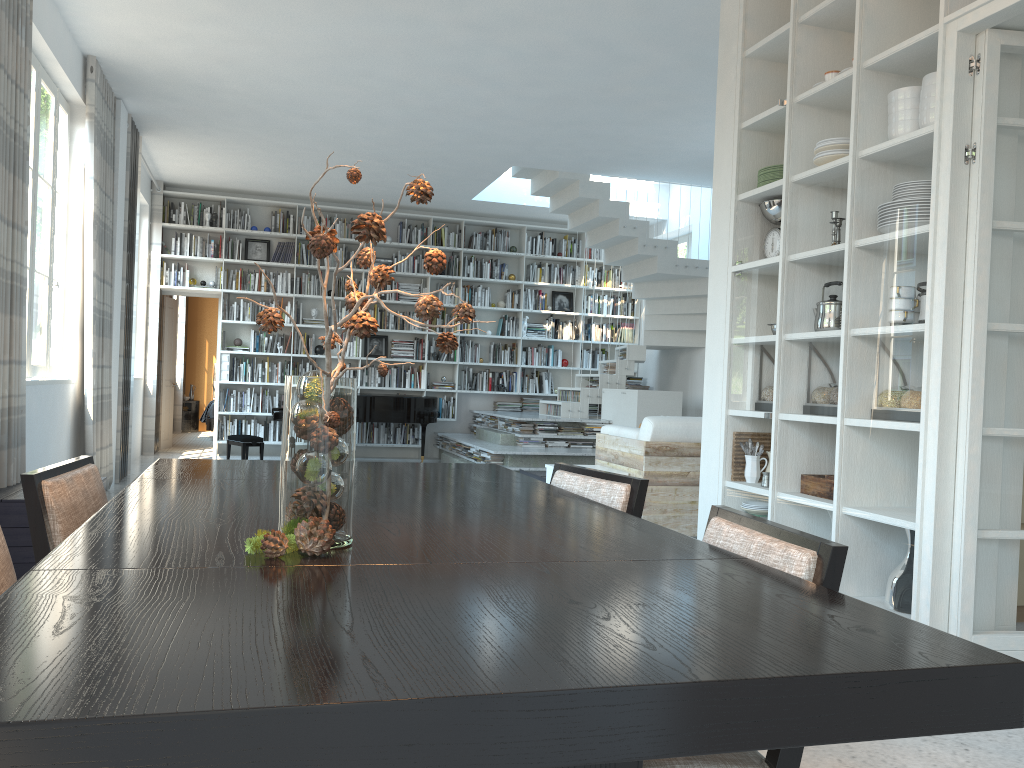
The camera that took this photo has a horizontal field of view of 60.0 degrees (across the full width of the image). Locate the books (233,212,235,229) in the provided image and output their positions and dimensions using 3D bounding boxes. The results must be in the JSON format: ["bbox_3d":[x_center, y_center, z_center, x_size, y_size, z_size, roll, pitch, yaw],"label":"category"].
[{"bbox_3d":[-3.402,-1.982,10.866,0.013,0.225,0.177,2,0,-16],"label":"books"}]

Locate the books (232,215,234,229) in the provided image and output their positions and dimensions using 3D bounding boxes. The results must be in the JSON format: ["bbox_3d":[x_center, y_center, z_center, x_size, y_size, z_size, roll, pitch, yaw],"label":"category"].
[{"bbox_3d":[-3.422,-1.967,10.878,0.017,0.194,0.129,2,0,-16],"label":"books"}]

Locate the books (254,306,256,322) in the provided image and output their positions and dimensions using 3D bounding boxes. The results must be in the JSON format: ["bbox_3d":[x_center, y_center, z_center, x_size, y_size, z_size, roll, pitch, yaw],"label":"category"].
[{"bbox_3d":[-3.183,-0.859,10.975,0.010,0.204,0.139,2,0,-16],"label":"books"}]

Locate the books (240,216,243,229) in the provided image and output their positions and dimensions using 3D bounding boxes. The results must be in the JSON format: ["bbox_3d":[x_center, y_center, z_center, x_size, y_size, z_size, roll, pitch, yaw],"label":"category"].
[{"bbox_3d":[-3.321,-1.957,10.893,0.026,0.182,0.161,2,0,-16],"label":"books"}]

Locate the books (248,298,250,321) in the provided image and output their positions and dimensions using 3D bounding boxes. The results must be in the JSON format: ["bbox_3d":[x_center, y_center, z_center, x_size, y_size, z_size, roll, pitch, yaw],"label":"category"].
[{"bbox_3d":[-3.240,-0.906,10.937,0.011,0.293,0.183,2,1,-16],"label":"books"}]

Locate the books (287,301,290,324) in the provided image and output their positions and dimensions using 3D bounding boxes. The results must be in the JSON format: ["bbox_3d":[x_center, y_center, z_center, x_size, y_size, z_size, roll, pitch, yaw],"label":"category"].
[{"bbox_3d":[-2.794,-0.884,11.081,0.027,0.286,0.148,2,1,-16],"label":"books"}]

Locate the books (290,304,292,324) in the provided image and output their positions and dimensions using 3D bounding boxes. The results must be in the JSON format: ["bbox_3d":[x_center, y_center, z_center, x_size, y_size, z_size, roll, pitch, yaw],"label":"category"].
[{"bbox_3d":[-2.764,-0.868,11.090,0.036,0.257,0.123,2,1,-16],"label":"books"}]

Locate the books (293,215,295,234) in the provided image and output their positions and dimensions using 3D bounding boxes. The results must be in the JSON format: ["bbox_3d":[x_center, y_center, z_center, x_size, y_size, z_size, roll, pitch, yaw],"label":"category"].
[{"bbox_3d":[-2.723,-1.967,11.080,0.039,0.252,0.146,2,1,-16],"label":"books"}]

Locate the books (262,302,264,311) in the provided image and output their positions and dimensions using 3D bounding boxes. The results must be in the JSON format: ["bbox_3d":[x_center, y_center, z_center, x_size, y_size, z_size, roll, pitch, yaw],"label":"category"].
[{"bbox_3d":[-3.085,-0.881,10.995,0.021,0.256,0.156,2,1,-16],"label":"books"}]

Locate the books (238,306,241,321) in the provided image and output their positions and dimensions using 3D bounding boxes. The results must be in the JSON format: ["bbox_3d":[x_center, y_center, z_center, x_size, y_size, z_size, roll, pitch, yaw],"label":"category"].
[{"bbox_3d":[-3.359,-0.858,10.933,0.021,0.187,0.129,2,0,-16],"label":"books"}]

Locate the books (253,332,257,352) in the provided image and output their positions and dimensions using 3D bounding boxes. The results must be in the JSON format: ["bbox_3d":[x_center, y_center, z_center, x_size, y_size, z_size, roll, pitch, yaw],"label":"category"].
[{"bbox_3d":[-3.181,-0.517,10.973,0.031,0.255,0.143,2,1,-16],"label":"books"}]

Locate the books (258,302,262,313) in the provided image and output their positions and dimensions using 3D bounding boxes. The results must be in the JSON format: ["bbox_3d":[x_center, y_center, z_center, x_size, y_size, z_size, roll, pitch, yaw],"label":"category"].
[{"bbox_3d":[-3.132,-0.883,10.989,0.048,0.256,0.141,2,1,-16],"label":"books"}]

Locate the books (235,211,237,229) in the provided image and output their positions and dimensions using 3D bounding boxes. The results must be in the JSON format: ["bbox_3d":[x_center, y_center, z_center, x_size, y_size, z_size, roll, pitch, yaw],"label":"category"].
[{"bbox_3d":[-3.389,-1.991,10.875,0.016,0.243,0.156,2,0,-16],"label":"books"}]

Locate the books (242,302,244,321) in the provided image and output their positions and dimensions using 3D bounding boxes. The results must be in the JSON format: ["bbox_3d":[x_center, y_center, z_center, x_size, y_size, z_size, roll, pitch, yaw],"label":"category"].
[{"bbox_3d":[-3.311,-0.885,10.914,0.011,0.246,0.176,2,0,-16],"label":"books"}]

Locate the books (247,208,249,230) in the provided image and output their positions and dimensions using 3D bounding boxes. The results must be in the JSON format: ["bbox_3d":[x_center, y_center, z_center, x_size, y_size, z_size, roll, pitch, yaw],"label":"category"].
[{"bbox_3d":[-3.253,-2.010,10.934,0.015,0.293,0.130,2,1,-16],"label":"books"}]

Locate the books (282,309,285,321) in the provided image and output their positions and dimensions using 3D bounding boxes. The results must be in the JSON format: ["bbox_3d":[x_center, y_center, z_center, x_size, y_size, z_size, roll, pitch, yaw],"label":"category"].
[{"bbox_3d":[-2.851,-0.835,11.060,0.030,0.183,0.151,2,0,-16],"label":"books"}]

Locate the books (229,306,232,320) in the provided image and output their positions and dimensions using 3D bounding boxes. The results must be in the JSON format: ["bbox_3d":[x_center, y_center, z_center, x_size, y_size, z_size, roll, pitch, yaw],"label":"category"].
[{"bbox_3d":[-3.450,-0.859,10.869,0.037,0.182,0.189,2,0,-16],"label":"books"}]

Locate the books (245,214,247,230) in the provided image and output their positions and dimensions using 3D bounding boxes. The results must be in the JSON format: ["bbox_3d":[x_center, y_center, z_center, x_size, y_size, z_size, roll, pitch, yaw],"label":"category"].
[{"bbox_3d":[-3.270,-1.971,10.897,0.021,0.214,0.173,2,0,-16],"label":"books"}]

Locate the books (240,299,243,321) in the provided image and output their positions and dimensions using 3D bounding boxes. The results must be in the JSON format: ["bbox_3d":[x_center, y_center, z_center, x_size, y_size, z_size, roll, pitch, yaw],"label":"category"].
[{"bbox_3d":[-3.329,-0.904,10.918,0.023,0.281,0.174,2,1,-16],"label":"books"}]

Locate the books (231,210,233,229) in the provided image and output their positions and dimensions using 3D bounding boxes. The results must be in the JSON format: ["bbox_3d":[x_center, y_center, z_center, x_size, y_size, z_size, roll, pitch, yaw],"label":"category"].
[{"bbox_3d":[-3.431,-1.995,10.860,0.012,0.249,0.180,2,0,-16],"label":"books"}]

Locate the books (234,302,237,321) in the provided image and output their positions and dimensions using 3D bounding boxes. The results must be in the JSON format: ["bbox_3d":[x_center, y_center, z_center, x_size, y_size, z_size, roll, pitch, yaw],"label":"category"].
[{"bbox_3d":[-3.396,-0.884,10.887,0.022,0.235,0.177,2,0,-16],"label":"books"}]

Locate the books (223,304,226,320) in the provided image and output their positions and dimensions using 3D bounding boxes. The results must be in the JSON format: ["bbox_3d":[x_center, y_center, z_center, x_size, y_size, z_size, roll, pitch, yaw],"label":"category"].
[{"bbox_3d":[-3.518,-0.876,10.863,0.026,0.209,0.155,2,0,-16],"label":"books"}]

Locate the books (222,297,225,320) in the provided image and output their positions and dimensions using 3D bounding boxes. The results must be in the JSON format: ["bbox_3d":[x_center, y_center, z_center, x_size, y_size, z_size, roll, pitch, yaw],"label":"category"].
[{"bbox_3d":[-3.537,-0.914,10.866,0.012,0.285,0.159,2,1,-16],"label":"books"}]

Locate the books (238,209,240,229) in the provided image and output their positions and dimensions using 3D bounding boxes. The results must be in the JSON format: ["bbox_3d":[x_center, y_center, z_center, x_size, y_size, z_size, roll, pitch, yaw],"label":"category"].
[{"bbox_3d":[-3.348,-2.003,10.881,0.007,0.272,0.154,2,1,-16],"label":"books"}]

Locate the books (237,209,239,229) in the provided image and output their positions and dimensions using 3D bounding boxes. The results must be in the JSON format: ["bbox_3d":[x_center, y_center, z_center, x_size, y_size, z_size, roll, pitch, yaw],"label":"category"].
[{"bbox_3d":[-3.359,-1.998,10.879,0.016,0.261,0.154,2,1,-16],"label":"books"}]

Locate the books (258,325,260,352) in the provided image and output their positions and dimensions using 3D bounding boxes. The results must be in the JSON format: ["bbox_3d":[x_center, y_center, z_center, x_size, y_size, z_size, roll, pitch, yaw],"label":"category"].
[{"bbox_3d":[-3.133,-0.555,10.991,0.011,0.336,0.153,2,1,-16],"label":"books"}]

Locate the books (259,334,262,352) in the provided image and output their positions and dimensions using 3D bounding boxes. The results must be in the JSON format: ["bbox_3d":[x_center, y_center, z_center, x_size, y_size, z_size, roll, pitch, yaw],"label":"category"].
[{"bbox_3d":[-3.117,-0.502,11.003,0.030,0.231,0.148,2,0,-16],"label":"books"}]

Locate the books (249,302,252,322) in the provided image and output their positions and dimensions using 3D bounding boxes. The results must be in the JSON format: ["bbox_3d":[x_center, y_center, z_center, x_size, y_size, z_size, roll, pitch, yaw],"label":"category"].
[{"bbox_3d":[-3.223,-0.882,10.934,0.021,0.247,0.189,2,0,-16],"label":"books"}]

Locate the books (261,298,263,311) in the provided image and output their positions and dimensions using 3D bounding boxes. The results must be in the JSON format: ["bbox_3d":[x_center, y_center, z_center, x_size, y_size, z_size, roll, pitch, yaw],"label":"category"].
[{"bbox_3d":[-3.097,-0.903,10.980,0.013,0.300,0.151,2,1,-16],"label":"books"}]

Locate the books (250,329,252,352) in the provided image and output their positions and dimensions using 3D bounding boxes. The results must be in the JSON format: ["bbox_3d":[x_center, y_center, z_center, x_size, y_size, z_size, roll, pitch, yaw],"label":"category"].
[{"bbox_3d":[-3.222,-0.533,10.954,0.012,0.285,0.159,2,1,-16],"label":"books"}]

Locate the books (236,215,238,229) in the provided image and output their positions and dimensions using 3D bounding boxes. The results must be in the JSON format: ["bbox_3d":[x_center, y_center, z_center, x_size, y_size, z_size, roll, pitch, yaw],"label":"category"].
[{"bbox_3d":[-3.379,-1.965,10.888,0.014,0.192,0.146,2,0,-16],"label":"books"}]

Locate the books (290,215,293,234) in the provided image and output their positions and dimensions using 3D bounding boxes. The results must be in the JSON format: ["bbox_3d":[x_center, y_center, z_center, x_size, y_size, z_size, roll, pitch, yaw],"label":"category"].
[{"bbox_3d":[-2.753,-1.970,11.056,0.031,0.254,0.178,2,0,-16],"label":"books"}]

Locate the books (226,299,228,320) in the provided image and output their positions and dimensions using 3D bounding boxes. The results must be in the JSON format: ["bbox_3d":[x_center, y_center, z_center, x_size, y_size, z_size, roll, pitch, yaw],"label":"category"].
[{"bbox_3d":[-3.490,-0.903,10.854,0.027,0.266,0.176,2,0,-16],"label":"books"}]

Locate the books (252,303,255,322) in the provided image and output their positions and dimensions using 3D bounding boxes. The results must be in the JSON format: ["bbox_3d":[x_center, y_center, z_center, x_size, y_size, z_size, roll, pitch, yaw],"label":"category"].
[{"bbox_3d":[-3.191,-0.876,10.945,0.024,0.237,0.166,2,0,-16],"label":"books"}]

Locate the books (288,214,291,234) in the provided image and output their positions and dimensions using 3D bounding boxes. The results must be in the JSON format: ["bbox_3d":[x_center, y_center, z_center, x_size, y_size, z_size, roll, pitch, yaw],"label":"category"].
[{"bbox_3d":[-2.782,-1.974,11.061,0.022,0.260,0.152,2,1,-16],"label":"books"}]

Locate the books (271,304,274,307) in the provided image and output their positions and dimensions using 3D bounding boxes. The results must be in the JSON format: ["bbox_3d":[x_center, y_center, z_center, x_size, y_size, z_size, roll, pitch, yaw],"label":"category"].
[{"bbox_3d":[-2.988,-0.870,11.037,0.028,0.242,0.131,2,1,-16],"label":"books"}]

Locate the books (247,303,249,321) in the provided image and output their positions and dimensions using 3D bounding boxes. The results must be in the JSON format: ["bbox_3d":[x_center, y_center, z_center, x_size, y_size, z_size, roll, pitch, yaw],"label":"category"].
[{"bbox_3d":[-3.254,-0.875,10.936,0.014,0.230,0.148,2,0,-16],"label":"books"}]

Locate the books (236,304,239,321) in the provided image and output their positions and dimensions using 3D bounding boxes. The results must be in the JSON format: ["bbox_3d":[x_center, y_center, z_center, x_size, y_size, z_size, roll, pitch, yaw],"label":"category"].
[{"bbox_3d":[-3.370,-0.867,10.884,0.028,0.204,0.188,2,0,-16],"label":"books"}]

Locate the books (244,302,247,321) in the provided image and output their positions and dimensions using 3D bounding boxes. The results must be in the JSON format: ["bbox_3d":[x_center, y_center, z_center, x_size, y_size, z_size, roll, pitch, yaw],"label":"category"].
[{"bbox_3d":[-3.289,-0.883,10.946,0.049,0.243,0.139,2,1,-16],"label":"books"}]

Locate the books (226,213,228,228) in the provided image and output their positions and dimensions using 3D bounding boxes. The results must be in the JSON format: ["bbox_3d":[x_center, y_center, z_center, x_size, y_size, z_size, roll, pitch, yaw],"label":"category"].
[{"bbox_3d":[-3.484,-1.975,10.848,0.017,0.204,0.142,2,0,-16],"label":"books"}]

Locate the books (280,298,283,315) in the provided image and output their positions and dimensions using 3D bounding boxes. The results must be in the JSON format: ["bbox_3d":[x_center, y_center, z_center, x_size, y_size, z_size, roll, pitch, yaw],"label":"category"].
[{"bbox_3d":[-2.879,-0.907,11.047,0.035,0.326,0.170,2,1,-16],"label":"books"}]

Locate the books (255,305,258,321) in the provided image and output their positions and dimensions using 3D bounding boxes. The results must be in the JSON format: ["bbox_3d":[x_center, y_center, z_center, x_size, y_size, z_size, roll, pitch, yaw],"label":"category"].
[{"bbox_3d":[-3.161,-0.877,10.962,0.023,0.242,0.184,2,0,-16],"label":"books"}]

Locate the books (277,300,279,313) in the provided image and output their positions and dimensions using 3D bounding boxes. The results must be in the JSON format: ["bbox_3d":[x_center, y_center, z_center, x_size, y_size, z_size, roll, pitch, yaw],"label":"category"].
[{"bbox_3d":[-2.920,-0.892,11.050,0.015,0.293,0.143,2,1,-16],"label":"books"}]

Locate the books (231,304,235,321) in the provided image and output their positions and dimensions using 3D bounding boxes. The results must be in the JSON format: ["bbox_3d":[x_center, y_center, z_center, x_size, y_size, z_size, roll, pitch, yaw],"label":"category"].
[{"bbox_3d":[-3.432,-0.872,10.894,0.042,0.209,0.143,2,0,-16],"label":"books"}]

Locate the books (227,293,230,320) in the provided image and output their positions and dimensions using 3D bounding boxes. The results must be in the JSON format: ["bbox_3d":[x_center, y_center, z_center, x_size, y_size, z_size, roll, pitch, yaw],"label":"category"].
[{"bbox_3d":[-3.469,-0.936,10.856,0.012,0.334,0.184,2,1,-16],"label":"books"}]

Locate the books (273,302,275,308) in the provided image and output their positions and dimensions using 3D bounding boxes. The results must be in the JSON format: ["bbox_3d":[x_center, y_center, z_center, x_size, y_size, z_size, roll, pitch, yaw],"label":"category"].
[{"bbox_3d":[-2.959,-0.885,11.015,0.015,0.275,0.157,2,1,-16],"label":"books"}]

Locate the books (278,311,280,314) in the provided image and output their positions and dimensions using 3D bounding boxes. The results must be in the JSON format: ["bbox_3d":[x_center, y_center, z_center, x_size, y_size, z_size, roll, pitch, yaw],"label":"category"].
[{"bbox_3d":[-2.904,-0.847,11.040,0.013,0.203,0.161,2,0,-16],"label":"books"}]

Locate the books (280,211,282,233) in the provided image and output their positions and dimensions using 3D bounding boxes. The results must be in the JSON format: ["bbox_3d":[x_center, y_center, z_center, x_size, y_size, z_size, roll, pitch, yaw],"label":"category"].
[{"bbox_3d":[-2.878,-1.989,11.026,0.013,0.283,0.166,2,1,-16],"label":"books"}]

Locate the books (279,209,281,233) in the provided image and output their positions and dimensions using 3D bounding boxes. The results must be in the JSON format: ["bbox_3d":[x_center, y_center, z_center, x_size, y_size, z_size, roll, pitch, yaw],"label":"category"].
[{"bbox_3d":[-2.894,-2.009,11.037,0.014,0.321,0.136,2,1,-16],"label":"books"}]

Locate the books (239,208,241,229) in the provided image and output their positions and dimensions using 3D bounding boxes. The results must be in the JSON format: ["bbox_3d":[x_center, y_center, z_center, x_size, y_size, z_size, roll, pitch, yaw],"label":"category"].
[{"bbox_3d":[-3.333,-2.007,10.870,0.015,0.279,0.190,2,0,-16],"label":"books"}]

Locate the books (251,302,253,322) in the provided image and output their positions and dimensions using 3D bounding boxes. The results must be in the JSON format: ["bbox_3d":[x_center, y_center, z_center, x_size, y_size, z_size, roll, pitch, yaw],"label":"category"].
[{"bbox_3d":[-3.212,-0.894,10.956,0.011,0.271,0.157,2,1,-16],"label":"books"}]

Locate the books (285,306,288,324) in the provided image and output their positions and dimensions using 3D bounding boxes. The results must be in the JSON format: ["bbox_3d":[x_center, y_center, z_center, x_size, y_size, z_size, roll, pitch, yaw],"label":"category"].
[{"bbox_3d":[-2.821,-0.854,11.068,0.031,0.223,0.144,2,0,-16],"label":"books"}]

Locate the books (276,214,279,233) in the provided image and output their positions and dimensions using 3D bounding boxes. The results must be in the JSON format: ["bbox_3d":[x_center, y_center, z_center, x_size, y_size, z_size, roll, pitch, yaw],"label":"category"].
[{"bbox_3d":[-2.909,-1.974,11.006,0.028,0.249,0.155,2,0,-16],"label":"books"}]

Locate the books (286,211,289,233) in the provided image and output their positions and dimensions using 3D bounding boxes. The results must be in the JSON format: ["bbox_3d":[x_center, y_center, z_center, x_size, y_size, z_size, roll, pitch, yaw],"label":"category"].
[{"bbox_3d":[-2.797,-1.993,11.032,0.025,0.297,0.163,2,1,-16],"label":"books"}]

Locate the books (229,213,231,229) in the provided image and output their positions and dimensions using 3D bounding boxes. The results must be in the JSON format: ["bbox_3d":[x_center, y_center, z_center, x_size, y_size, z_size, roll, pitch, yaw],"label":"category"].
[{"bbox_3d":[-3.455,-1.977,10.862,0.032,0.210,0.158,2,0,-16],"label":"books"}]

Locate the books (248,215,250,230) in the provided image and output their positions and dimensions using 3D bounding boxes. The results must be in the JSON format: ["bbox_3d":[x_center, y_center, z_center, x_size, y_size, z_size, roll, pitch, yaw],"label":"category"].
[{"bbox_3d":[-3.237,-1.964,10.922,0.014,0.202,0.170,2,0,-16],"label":"books"}]

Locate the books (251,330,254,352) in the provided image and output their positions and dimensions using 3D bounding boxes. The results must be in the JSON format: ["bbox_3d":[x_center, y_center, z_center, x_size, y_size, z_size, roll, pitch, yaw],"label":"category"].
[{"bbox_3d":[-3.205,-0.527,10.958,0.024,0.273,0.150,2,1,-16],"label":"books"}]

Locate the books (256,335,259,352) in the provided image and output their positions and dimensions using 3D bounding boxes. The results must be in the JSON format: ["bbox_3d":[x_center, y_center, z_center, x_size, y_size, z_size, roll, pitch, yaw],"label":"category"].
[{"bbox_3d":[-3.145,-0.492,10.954,0.029,0.208,0.189,2,0,-16],"label":"books"}]

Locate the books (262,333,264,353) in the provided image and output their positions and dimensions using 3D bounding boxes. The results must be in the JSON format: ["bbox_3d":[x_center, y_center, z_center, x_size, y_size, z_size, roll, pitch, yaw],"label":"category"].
[{"bbox_3d":[-3.089,-0.510,11.004,0.022,0.249,0.129,2,1,-16],"label":"books"}]

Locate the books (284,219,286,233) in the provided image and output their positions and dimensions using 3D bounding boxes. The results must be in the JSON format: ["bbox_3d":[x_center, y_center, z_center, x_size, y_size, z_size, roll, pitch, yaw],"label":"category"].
[{"bbox_3d":[-2.827,-1.941,11.035,0.027,0.190,0.177,2,0,-16],"label":"books"}]
